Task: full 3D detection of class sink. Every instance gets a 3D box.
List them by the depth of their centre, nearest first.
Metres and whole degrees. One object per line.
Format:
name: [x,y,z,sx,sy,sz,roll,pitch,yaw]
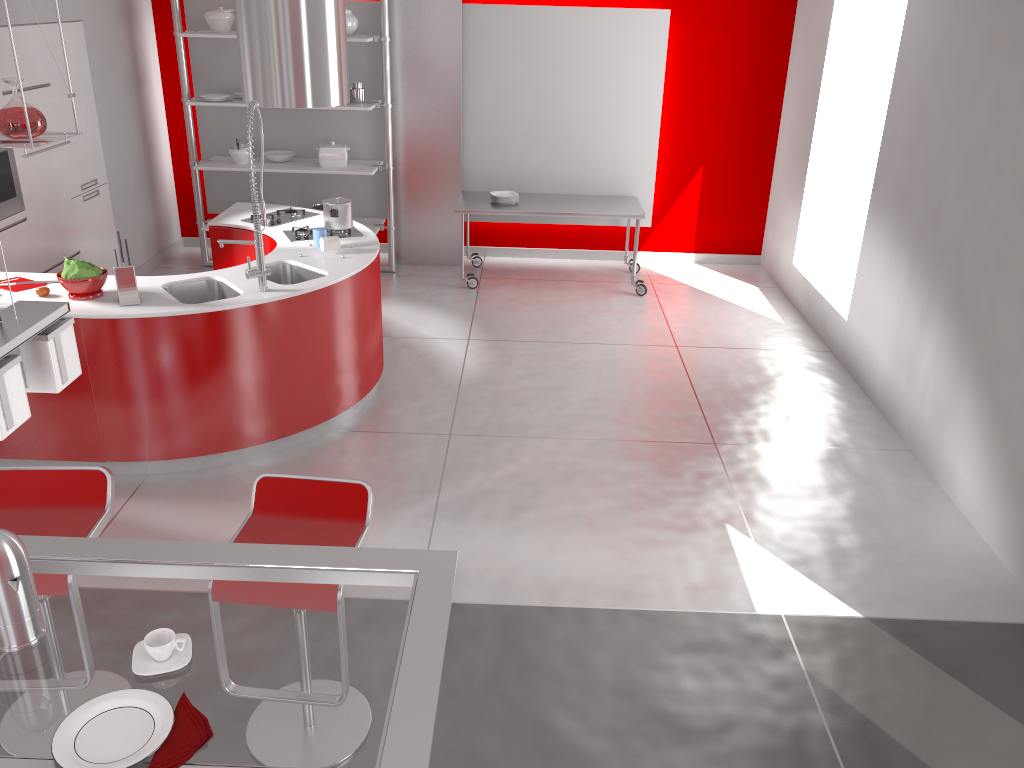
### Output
sink: [-1.585,-0.386,4.569,0.326,0.172,0.428,-16,30,-34]
sink: [-1.232,-0.515,4.879,0.428,0.172,0.326,20,30,36]

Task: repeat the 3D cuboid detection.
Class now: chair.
chair: [-0.678,0.770,2.878,0.418,0.857,0.460,4,24,5]
chair: [-1.513,0.740,2.893,0.418,0.857,0.460,0,24,-4]

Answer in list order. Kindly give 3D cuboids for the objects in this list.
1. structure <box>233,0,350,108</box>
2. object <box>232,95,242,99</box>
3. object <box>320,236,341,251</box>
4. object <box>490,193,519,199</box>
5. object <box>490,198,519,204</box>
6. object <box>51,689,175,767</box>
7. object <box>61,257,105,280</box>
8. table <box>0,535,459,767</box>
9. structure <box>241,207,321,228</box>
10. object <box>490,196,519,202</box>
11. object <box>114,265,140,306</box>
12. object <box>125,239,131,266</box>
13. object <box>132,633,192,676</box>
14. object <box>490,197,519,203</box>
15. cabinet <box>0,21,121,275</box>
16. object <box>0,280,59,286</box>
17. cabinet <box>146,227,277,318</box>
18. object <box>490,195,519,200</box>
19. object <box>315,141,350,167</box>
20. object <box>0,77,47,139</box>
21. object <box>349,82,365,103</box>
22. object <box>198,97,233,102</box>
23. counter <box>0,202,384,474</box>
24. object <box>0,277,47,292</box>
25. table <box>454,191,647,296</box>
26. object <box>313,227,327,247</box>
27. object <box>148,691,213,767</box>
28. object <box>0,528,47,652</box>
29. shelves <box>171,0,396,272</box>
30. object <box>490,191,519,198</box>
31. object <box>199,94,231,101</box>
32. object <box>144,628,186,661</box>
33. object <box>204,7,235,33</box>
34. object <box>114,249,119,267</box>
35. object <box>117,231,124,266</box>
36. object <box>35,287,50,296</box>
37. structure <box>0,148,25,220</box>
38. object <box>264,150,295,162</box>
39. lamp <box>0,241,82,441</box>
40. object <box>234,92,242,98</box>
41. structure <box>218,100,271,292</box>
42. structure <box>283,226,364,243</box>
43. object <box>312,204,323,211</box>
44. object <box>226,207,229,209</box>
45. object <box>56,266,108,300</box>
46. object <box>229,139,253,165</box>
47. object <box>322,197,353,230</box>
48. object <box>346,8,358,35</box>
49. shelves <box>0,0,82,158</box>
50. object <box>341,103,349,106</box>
structure: [-1.316,-2.176,5.286,0.644,0.958,0.644,-13,28,-30]
object: [-2.193,-2.392,7.403,0.280,0.015,0.280,19,29,34]
object: [-1.065,-0.822,5.170,0.100,0.080,0.109,-11,27,-27]
object: [-0.064,-1.575,7.436,0.228,0.020,0.228,-6,25,-16]
object: [-0.065,-1.538,7.452,0.228,0.020,0.228,-6,25,-16]
object: [-0.756,0.663,1.688,0.217,0.015,0.217,12,26,22]
object: [-2.095,-0.540,4.346,0.198,0.182,0.193,4,24,6]
table: [-1.009,1.018,2.124,1.700,1.000,0.800,2,24,1]
structure: [-1.546,-1.131,5.938,0.303,0.037,0.457,15,27,28]
object: [-0.065,-1.557,7.444,0.228,0.020,0.228,-6,25,-16]
object: [-1.866,-0.487,4.292,0.091,0.178,0.137,-10,26,-24]
object: [-1.847,-0.554,4.294,0.012,0.279,0.130,-11,27,-26]
object: [-0.742,0.577,1.884,0.119,0.016,0.119,-6,25,-17]
object: [-0.065,-1.547,7.448,0.228,0.020,0.228,-6,25,-16]
cabinet: [-3.480,-1.233,5.763,0.614,2.026,2.398,2,24,1]
object: [-2.467,-0.519,4.527,0.375,0.008,0.041,-8,26,-20]
cabinet: [-2.193,-0.325,5.137,1.875,0.761,1.025,-20,32,-39]
object: [-0.064,-1.566,7.440,0.228,0.020,0.228,-6,25,-16]
object: [-1.503,-1.938,7.455,0.282,0.197,0.235,-2,24,-8]
object: [-2.269,-1.267,4.075,0.213,0.266,0.213,14,27,26]
object: [-1.274,-2.399,7.296,0.127,0.157,0.127,6,24,10]
object: [-2.409,-2.309,7.203,0.280,0.015,0.280,19,29,34]
counter: [-1.925,-0.270,5.108,1.868,0.880,2.865,17,28,31]
object: [-2.522,-0.507,4.515,0.266,0.006,0.168,14,27,25]
table: [0.340,-1.221,7.628,1.627,0.682,0.749,2,24,2]
object: [-1.141,-0.875,5.262,0.080,0.100,0.109,-10,26,-24]
object: [-0.618,0.671,1.685,0.095,0.012,0.234,1,24,0]
object: [-1.093,0.417,1.886,0.149,0.287,0.113,5,24,8]
shelves: [-1.858,-2.209,7.353,1.735,2.599,0.535,2,24,1]
object: [-0.064,-1.585,7.432,0.228,0.020,0.228,-6,25,-16]
object: [-2.409,-2.322,7.197,0.244,0.042,0.244,-5,25,-14]
object: [-0.735,0.557,1.871,0.078,0.049,0.062,12,26,21]
object: [-2.314,-2.884,7.029,0.231,0.191,0.231,21,31,37]
object: [-1.896,-0.547,4.271,0.009,0.197,0.091,-11,27,-26]
object: [-1.875,-0.567,4.284,0.014,0.322,0.150,-11,27,-26]
object: [-2.308,-0.457,4.362,0.064,0.048,0.063,-7,26,-19]
structure: [-3.167,-1.287,5.403,0.050,0.589,0.599,2,24,1]
object: [-1.985,-1.935,7.569,0.272,0.072,0.272,-14,29,-32]
lamp: [-1.023,-0.434,1.480,0.304,1.025,0.304,2,24,1]
object: [-2.193,-2.405,7.398,0.244,0.042,0.244,-1,24,-7]
structure: [-1.300,-0.920,4.393,0.178,0.920,0.308,23,32,40]
structure: [-1.188,-0.962,5.580,0.457,0.037,0.303,-9,26,-22]
object: [-1.601,-1.449,7.644,0.240,0.161,0.259,-5,25,-15]
object: [-2.349,-1.478,7.700,0.308,0.130,0.407,5,24,7]
object: [-2.107,-0.491,4.368,0.229,0.118,0.228,-11,27,-25]
object: [-2.266,-1.950,7.409,0.192,0.214,0.192,-4,25,-12]
object: [-1.093,-1.075,5.569,0.189,0.185,0.218,-15,29,-33]
object: [-1.371,-2.890,7.062,0.287,0.222,0.287,-21,32,-40]
shelves: [-2.550,-1.569,3.928,0.934,1.023,0.462,2,24,1]
object: [-1.369,-2.379,7.102,0.115,0.274,0.115,-1,24,-6]
